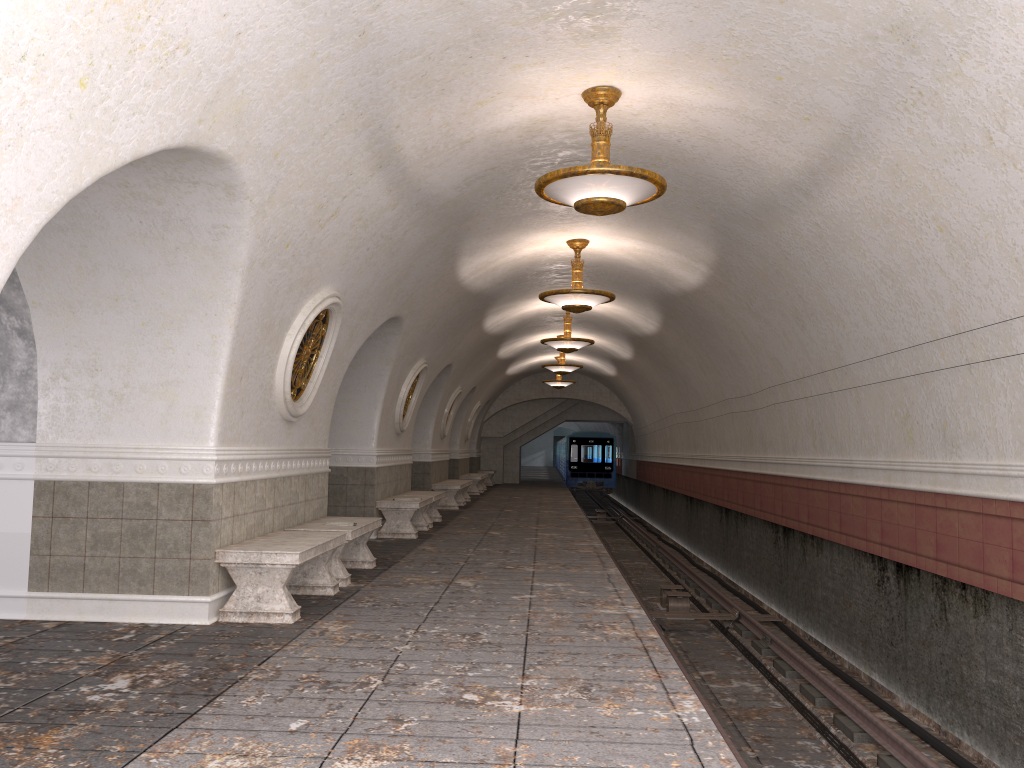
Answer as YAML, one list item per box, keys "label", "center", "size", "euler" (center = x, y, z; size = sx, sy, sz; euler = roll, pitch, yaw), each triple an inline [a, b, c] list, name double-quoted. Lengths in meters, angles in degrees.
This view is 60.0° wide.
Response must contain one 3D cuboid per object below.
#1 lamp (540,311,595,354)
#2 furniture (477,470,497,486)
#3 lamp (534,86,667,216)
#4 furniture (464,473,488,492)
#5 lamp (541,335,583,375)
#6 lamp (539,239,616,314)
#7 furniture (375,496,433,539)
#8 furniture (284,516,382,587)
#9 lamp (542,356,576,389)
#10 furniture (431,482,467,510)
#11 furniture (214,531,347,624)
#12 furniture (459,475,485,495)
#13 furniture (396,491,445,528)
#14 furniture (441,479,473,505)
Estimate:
- label: "lamp"
  center: [1.034, -1.039, 16.473]
  size: [1.008, 0.955, 1.008]
  euler: [0, -4, 18]
- label: "furniture"
  center: [-0.893, 3.296, 31.194]
  size: [0.613, 0.508, 1.509]
  euler: [1, -4, 2]
- label: "lamp"
  center: [0.681, -1.760, 6.814]
  size: [1.008, 0.955, 1.008]
  euler: [2, -4, -14]
- label: "furniture"
  center: [-1.061, 2.951, 26.589]
  size: [0.613, 0.508, 1.509]
  euler: [1, -4, 2]
- label: "lamp"
  center: [1.210, -0.679, 21.285]
  size: [1.008, 0.955, 1.008]
  euler: [0, -4, 18]
- label: "lamp"
  center: [0.858, -1.398, 11.660]
  size: [1.008, 0.955, 1.008]
  euler: [2, -4, -14]
- label: "furniture"
  center: [-1.558, 1.934, 12.971]
  size: [0.613, 0.508, 1.509]
  euler: [1, -4, 2]
- label: "furniture"
  center: [-1.716, 1.611, 8.659]
  size: [0.613, 0.508, 1.509]
  euler: [1, -4, 2]
- label: "lamp"
  center: [1.386, -0.319, 26.098]
  size: [1.008, 0.955, 1.008]
  euler: [5, -6, -42]
- label: "furniture"
  center: [-1.339, 2.382, 18.972]
  size: [0.613, 0.508, 1.509]
  euler: [1, -4, 2]
- label: "furniture"
  center: [-1.777, 1.486, 6.983]
  size: [0.613, 0.508, 1.509]
  euler: [1, -4, 2]
- label: "furniture"
  center: [-1.122, 2.826, 24.914]
  size: [0.613, 0.508, 1.509]
  euler: [1, -4, 2]
- label: "furniture"
  center: [-1.497, 2.059, 14.647]
  size: [0.613, 0.508, 1.509]
  euler: [1, -4, 2]
- label: "furniture"
  center: [-1.278, 2.507, 20.647]
  size: [0.613, 0.508, 1.509]
  euler: [1, -4, 2]
